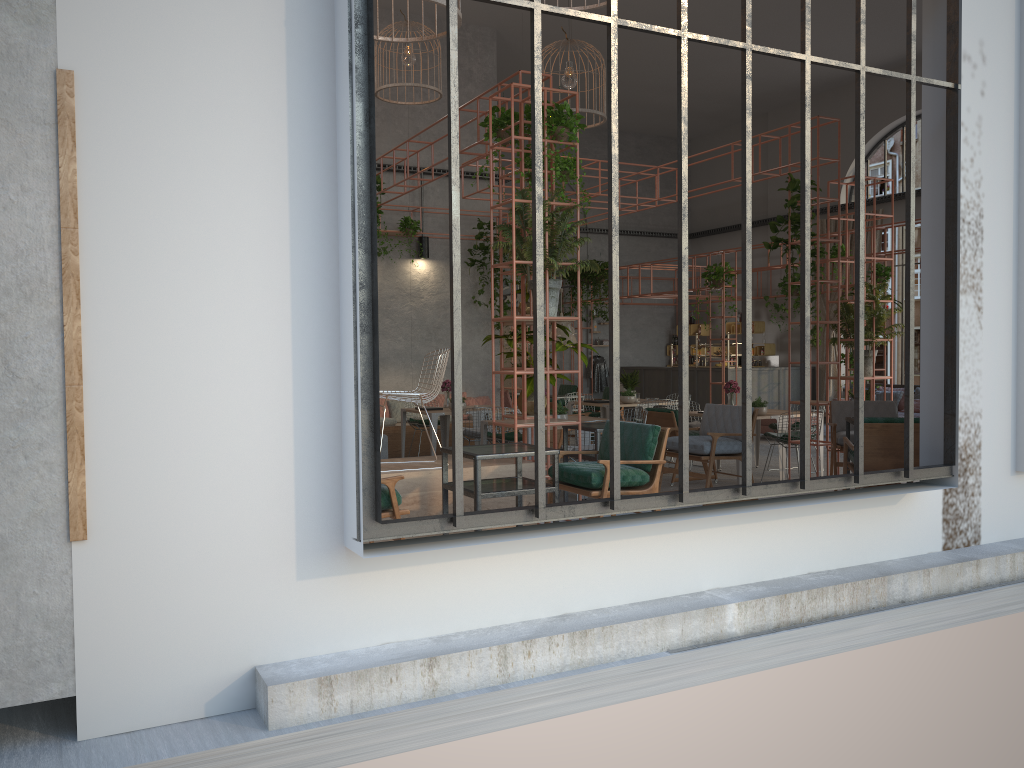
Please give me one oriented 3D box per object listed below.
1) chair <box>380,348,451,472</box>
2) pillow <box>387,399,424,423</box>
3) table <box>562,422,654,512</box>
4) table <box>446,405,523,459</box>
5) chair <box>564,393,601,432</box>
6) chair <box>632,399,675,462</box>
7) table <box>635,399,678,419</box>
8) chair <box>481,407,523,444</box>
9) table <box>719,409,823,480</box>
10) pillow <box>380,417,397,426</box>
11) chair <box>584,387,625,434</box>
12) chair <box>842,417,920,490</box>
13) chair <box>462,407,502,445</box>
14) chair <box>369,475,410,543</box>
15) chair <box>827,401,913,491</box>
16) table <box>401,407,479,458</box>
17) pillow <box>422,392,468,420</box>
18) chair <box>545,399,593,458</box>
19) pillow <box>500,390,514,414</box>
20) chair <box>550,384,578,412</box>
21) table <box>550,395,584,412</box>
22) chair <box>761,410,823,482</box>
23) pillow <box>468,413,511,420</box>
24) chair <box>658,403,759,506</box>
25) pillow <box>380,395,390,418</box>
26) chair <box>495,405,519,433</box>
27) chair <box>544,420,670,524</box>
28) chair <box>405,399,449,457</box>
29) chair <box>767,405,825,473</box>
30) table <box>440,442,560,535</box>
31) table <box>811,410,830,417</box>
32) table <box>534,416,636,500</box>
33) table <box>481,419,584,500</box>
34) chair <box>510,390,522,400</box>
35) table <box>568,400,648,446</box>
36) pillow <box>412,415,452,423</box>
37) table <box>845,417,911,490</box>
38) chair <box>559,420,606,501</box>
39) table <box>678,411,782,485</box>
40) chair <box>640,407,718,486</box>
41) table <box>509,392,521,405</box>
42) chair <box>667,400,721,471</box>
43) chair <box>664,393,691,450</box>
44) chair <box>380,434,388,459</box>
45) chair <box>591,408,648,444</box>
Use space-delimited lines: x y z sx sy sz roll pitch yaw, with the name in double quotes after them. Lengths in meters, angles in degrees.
-0.838 0.187 7.023 0.717 0.941 0.565 -1 2 -18 "chair"
-1.757 0.445 14.809 0.666 0.385 0.289 -2 2 -32 "pillow"
0.860 0.760 7.849 0.635 0.798 0.602 -2 2 -27 "table"
-0.416 0.759 12.847 0.694 0.830 1.214 -2 2 -27 "table"
1.221 0.627 14.741 0.565 0.941 0.717 -2 2 -26 "chair"
2.074 0.679 13.092 0.565 0.941 0.717 -1 2 -11 "chair"
2.097 0.685 14.131 0.694 0.830 1.214 -2 2 -27 "table"
-0.046 0.777 11.023 0.565 0.941 0.717 -2 2 -26 "chair"
3.381 0.774 11.663 0.694 0.830 1.214 -2 2 -27 "table"
-2.210 0.613 14.131 0.637 0.149 0.491 -2 2 -26 "pillow"
1.814 0.533 17.414 0.685 0.929 0.722 -2 2 -27 "chair"
3.055 0.708 7.064 0.722 0.917 0.685 0 2 13 "chair"
-0.439 0.753 11.808 0.565 0.941 0.717 -1 2 -11 "chair"
-1.065 0.802 5.546 0.685 0.929 0.722 -2 2 -27 "chair"
3.573 0.637 8.900 0.722 0.914 0.685 0 2 13 "chair"
-1.034 0.777 12.527 0.694 0.830 1.205 -2 2 -27 "table"
-1.179 0.381 15.078 0.839 0.474 0.276 -1 2 -7 "pillow"
0.786 0.679 13.569 0.685 0.917 0.722 -2 2 -27 "chair"
-0.245 0.329 16.266 0.276 0.474 0.839 -2 3 -37 "pillow"
1.008 0.484 18.989 0.685 0.930 0.722 -2 2 -27 "chair"
0.982 0.625 17.000 0.635 0.798 0.602 -2 2 -27 "table"
3.358 0.756 10.623 0.565 0.941 0.717 -1 2 -11 "chair"
-0.371 0.559 15.070 0.637 0.149 0.491 -2 2 -26 "pillow"
1.841 0.668 8.339 0.685 0.929 0.722 -2 2 -27 "chair"
-2.339 0.413 14.533 0.839 0.474 0.276 -2 3 -37 "pillow"
0.023 0.701 13.091 0.717 0.941 0.565 -2 2 -31 "chair"
0.682 0.750 6.439 0.685 0.929 0.722 -2 2 -27 "chair"
-1.292 0.701 13.456 0.565 0.941 0.717 -2 2 -26 "chair"
3.819 0.704 11.906 0.717 0.941 0.565 -2 2 -31 "chair"
-0.084 0.836 6.043 0.635 0.798 0.602 -2 2 -27 "table"
6.031 0.744 16.932 0.520 0.455 0.916 -2 2 -27 "table"
0.828 0.835 10.412 0.694 0.830 1.214 -2 2 -27 "table"
0.212 0.853 10.093 0.694 0.830 1.205 -2 2 -27 "table"
0.218 0.436 20.531 0.685 0.930 0.722 -2 2 -27 "chair"
1.479 0.703 13.811 0.694 0.830 1.205 -2 2 -27 "table"
-1.277 0.586 14.607 0.637 0.149 0.491 -2 2 -26 "pillow"
3.391 0.725 8.073 0.602 0.798 0.635 0 2 13 "table"
0.807 0.829 9.374 0.565 0.941 0.717 -1 2 -11 "chair"
2.763 0.793 11.342 0.694 0.830 1.205 -2 2 -27 "table"
2.069 0.756 11.099 0.685 0.917 0.722 -2 2 -27 "chair"
0.183 0.576 18.562 0.635 0.798 0.602 -2 2 -27 "table"
2.505 0.704 12.272 0.565 0.941 0.717 -2 2 -26 "chair"
2.536 0.627 14.375 0.717 0.941 0.565 -2 2 -31 "chair"
-1.900 0.768 8.862 1.056 0.586 1.127 -2 2 -27 "chair"
1.269 0.777 10.657 0.717 0.941 0.565 -2 2 -31 "chair"
